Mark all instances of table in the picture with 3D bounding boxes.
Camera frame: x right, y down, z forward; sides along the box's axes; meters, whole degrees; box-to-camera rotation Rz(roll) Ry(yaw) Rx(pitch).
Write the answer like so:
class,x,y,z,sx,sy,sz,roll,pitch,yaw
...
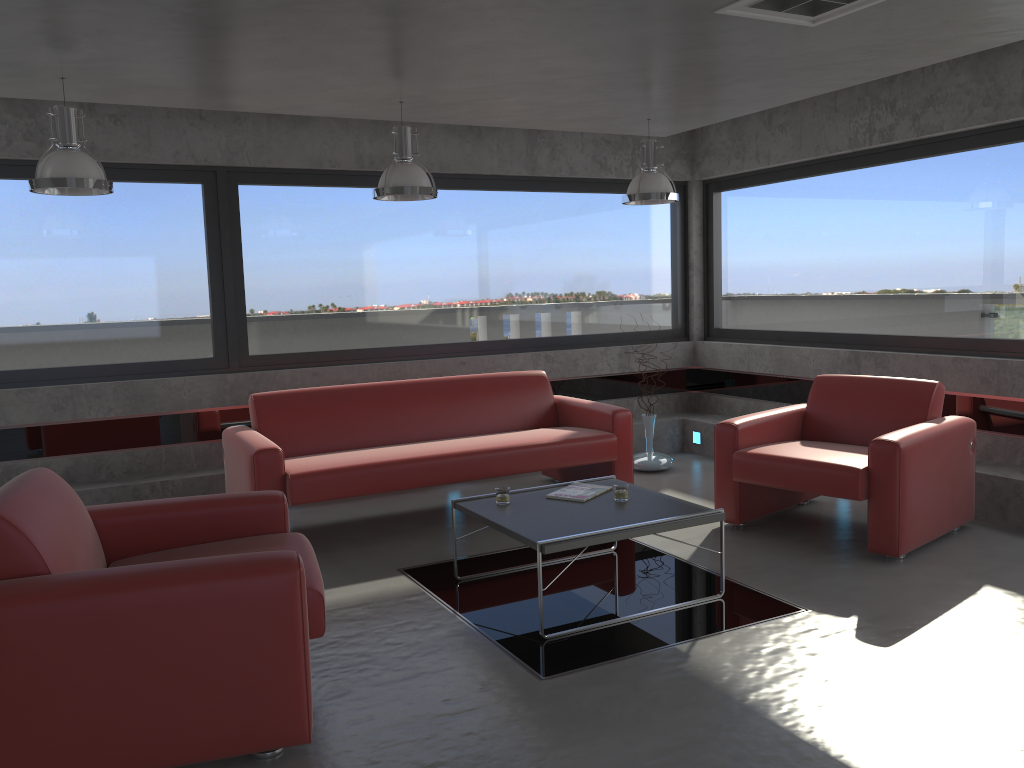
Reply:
class,x,y,z,sx,sy,sz,roll,pitch,yaw
table,0.357,0.818,4.463,1.018,0.436,0.994,-5,7,-27

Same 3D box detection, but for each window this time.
class,x,y,z,sx,sy,sz,roll,pitch,yaw
window,2.938,-0.985,6.332,0.003,1.364,4.583,-5,7,-27
window,-1.899,-0.861,6.639,7.800,1.364,0.003,-5,7,-27

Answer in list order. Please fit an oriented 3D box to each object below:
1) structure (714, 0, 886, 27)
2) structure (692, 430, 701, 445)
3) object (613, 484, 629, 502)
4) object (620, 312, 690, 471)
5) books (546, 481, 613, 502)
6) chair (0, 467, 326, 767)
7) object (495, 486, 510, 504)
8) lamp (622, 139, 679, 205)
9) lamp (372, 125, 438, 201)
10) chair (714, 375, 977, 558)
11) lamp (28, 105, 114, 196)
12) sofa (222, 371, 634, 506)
class,x,y,z,sx,sy,sz,roll,pitch,yaw
structure,1.219,-1.668,3.568,0.563,0.240,0.563,-5,7,-27
structure,1.636,0.476,7.858,0.004,0.123,0.123,-5,7,-27
object,0.560,0.557,4.542,0.079,0.077,0.079,-4,7,-19
object,1.137,0.055,7.299,0.466,1.289,0.531,-3,6,-14
books,0.360,0.572,4.723,0.228,0.022,0.326,2,7,33
chair,-1.295,0.746,3.308,1.130,0.854,1.196,-4,6,-17
object,-0.047,0.574,4.566,0.079,0.077,0.079,-8,9,-44
lamp,0.950,-1.468,6.125,0.389,0.422,0.388,-7,8,-38
lamp,-0.648,-1.328,5.310,0.388,0.422,0.389,-5,7,-27
chair,1.984,0.417,5.372,1.130,0.854,1.196,-7,8,-42
lamp,-2.247,-1.189,4.494,0.388,0.422,0.389,-5,7,-27
sofa,-0.521,0.430,6.012,2.626,0.854,1.120,-5,7,-27
